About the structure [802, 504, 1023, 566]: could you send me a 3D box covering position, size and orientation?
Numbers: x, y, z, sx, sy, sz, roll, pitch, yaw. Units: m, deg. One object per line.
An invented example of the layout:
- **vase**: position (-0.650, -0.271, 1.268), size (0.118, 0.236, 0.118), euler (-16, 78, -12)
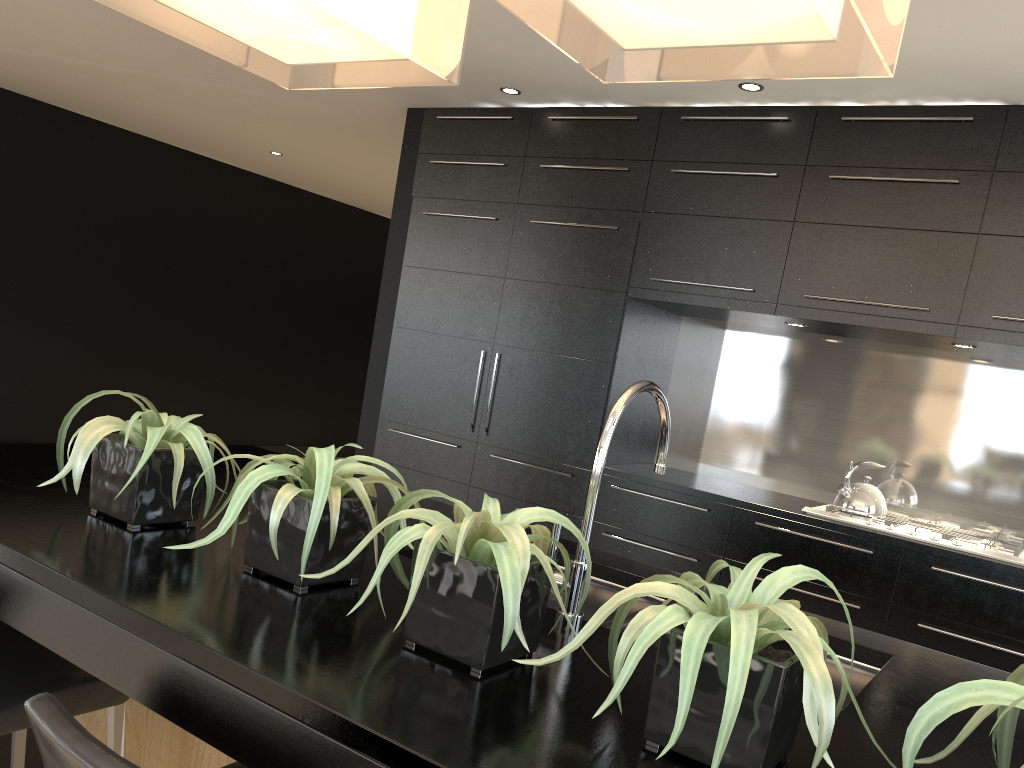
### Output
- **structure**: position (1.770, 0.643, 3.825), size (0.891, 0.067, 0.521), euler (11, 2, 33)

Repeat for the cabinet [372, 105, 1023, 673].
- **cabinet**: position (1.842, 0.216, 3.764), size (5.671, 2.551, 0.728), euler (12, 7, 32)

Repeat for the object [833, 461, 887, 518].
- **object**: position (1.547, 0.451, 3.874), size (0.219, 0.232, 0.221), euler (12, 5, 25)

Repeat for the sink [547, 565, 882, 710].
- **sink**: position (0.213, 0.528, 1.713), size (0.913, 0.161, 0.461), euler (11, 3, 33)

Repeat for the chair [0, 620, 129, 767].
- **chair**: position (-1.074, 0.792, 1.719), size (0.471, 0.973, 0.519), euler (14, 7, 33)

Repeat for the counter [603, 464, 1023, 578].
- **counter**: position (1.777, 0.667, 3.844), size (2.833, 0.034, 0.732), euler (11, 2, 32)

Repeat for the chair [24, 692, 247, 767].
- **chair**: position (-0.428, 0.920, 1.301), size (0.471, 0.973, 0.519), euler (14, 7, 33)

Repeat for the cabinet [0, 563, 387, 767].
- **cabinet**: position (0.042, 0.953, 1.545), size (3.084, 1.048, 1.181), euler (12, 5, 33)

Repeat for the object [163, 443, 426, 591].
- **object**: position (-0.371, 0.198, 1.466), size (0.408, 0.241, 0.392), euler (8, 4, -32)

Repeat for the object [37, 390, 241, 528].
- **object**: position (-0.694, 0.133, 1.705), size (0.399, 0.241, 0.401), euler (8, 4, -32)

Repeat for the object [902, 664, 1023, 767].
- **object**: position (0.628, 0.406, 0.860), size (0.408, 0.219, 0.392), euler (8, 4, -32)

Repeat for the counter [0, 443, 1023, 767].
- **counter**: position (0.133, 0.424, 1.477), size (3.084, 0.032, 1.182), euler (11, 2, 33)

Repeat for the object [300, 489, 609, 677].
- **object**: position (-0.031, 0.278, 1.216), size (0.399, 0.219, 0.401), euler (8, 4, -32)

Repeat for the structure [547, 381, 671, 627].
- **structure**: position (0.281, 0.516, 1.733), size (2.749, 1.028, 0.656), euler (12, 6, 32)

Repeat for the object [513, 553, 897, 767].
- **object**: position (0.281, 0.328, 1.016), size (0.399, 0.241, 0.401), euler (8, 4, -32)
